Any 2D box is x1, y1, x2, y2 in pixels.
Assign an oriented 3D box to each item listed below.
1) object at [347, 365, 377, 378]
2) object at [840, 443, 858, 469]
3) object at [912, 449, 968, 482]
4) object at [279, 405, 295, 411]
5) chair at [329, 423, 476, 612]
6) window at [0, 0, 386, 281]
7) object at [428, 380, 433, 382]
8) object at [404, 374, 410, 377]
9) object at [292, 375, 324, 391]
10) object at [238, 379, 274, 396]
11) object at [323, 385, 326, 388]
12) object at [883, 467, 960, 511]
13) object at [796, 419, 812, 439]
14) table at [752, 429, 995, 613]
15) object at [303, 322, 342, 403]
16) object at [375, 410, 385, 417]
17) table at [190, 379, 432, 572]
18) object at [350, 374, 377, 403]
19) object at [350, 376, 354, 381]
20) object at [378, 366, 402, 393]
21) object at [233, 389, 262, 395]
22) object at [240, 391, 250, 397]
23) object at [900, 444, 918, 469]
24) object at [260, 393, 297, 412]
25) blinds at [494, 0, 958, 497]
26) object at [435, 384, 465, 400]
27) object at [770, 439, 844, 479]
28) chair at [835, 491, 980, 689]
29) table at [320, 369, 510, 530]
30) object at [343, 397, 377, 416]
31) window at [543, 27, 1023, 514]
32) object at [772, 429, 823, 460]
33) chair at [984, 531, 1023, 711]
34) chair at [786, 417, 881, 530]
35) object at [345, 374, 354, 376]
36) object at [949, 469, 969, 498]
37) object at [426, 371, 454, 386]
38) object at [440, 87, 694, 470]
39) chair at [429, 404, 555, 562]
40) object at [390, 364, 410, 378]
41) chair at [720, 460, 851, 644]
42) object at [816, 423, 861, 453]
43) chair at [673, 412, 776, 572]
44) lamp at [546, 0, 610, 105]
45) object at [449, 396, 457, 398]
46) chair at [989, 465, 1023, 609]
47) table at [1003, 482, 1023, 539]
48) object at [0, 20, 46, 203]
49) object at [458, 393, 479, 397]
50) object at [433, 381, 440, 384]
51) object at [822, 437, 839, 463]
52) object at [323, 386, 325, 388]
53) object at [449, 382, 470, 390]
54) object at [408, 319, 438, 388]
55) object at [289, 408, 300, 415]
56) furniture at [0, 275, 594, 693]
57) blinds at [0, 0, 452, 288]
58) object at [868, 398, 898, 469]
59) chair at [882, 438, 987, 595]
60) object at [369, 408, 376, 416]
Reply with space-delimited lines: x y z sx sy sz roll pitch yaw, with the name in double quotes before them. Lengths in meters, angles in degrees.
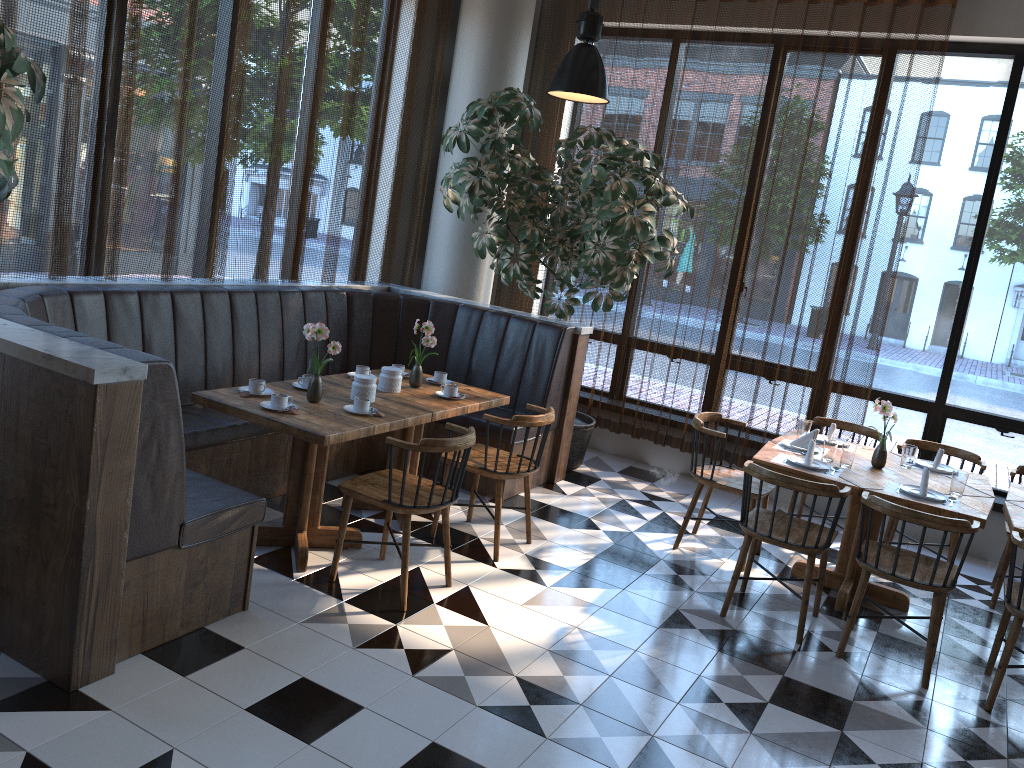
"object" -0.888 -0.069 5.256 0.175 0.066 0.177 6 11 -17
"object" 1.859 0.399 4.906 0.080 0.131 0.080 11 9 12
"object" 2.522 0.438 5.237 0.353 0.136 0.272 14 11 27
"object" -1.073 0.121 4.214 0.034 0.012 0.156 11 11 10
"chair" -0.509 0.580 4.253 0.552 0.812 0.520 14 10 27
"window" 4.089 -0.339 4.605 15.136 3.146 4.520 10 10 4
"object" -0.490 -0.017 5.411 0.052 0.023 0.051 7 10 -11
"object" -0.644 -0.053 5.471 0.050 0.023 0.052 1 13 -39
"object" -1.093 -0.009 4.777 0.177 0.066 0.176 17 13 37
"object" -1.291 0.015 4.480 0.175 0.066 0.177 6 11 -17
"object" -1.031 0.017 4.798 0.050 0.023 0.052 1 13 -39
"object" 2.117 0.506 4.547 0.353 0.136 0.272 14 11 27
"object" 1.786 0.288 5.427 0.080 0.131 0.080 11 9 12
"table" 2.011 0.846 5.093 1.220 0.759 1.218 15 12 31
"object" -0.977 -0.107 4.492 0.206 0.398 0.147 8 9 -5
"object" -0.659 0.147 4.425 0.049 0.025 0.053 8 10 -4
"table" -1.049 0.467 4.540 0.854 0.759 0.852 14 11 27
"object" -0.784 0.023 4.698 0.129 0.128 0.130 6 10 -18
"object" -0.919 -0.034 5.164 0.053 0.025 0.049 10 10 5
"object" -0.689 -0.025 5.029 0.129 0.128 0.130 6 10 -18
"object" -1.326 0.040 4.427 0.155 0.012 0.034 9 10 -1
"object" -1.323 0.049 4.388 0.053 0.025 0.049 10 10 5
"object" 2.303 0.423 5.151 0.080 0.131 0.080 11 9 12
"object" -1.117 0.086 4.252 0.176 0.066 0.176 13 11 19
"blinds" 1.364 -1.282 6.959 3.211 3.560 0.155 14 10 28
"object" -0.353 0.044 5.112 0.176 0.066 0.176 11 11 10
"object" 1.619 0.376 4.813 0.353 0.136 0.272 14 11 27
"chair" 1.903 0.950 4.309 0.521 0.812 0.551 14 10 27
"table" -0.639 0.390 5.288 0.854 0.759 0.852 14 11 27
"object" -0.753 0.109 4.432 0.175 0.066 0.177 4 12 -26
"window" 2.516 -0.972 6.628 4.986 3.147 0.365 14 10 27
"object" 1.718 0.316 5.212 0.273 0.136 0.353 14 12 27
"chair" 2.465 1.096 4.009 0.521 0.812 0.551 14 10 27
"chair" 2.126 0.683 5.901 0.521 0.812 0.551 14 10 27
"object" -0.922 -0.043 5.203 0.155 0.012 0.034 9 10 -1
"object" 2.341 0.524 4.649 0.080 0.131 0.080 11 9 12
"object" -0.442 -0.036 5.459 0.176 0.066 0.176 12 11 18
"object" 0.235 -0.744 6.550 1.751 2.764 1.491 7 9 -14
"chair" -0.096 0.502 5.005 0.552 0.812 0.520 14 10 27
"object" -0.706 -0.082 5.483 0.177 0.066 0.176 18 14 40
"chair" 1.406 0.821 4.575 0.521 0.812 0.551 14 10 27
"object" 1.994 0.302 5.518 0.353 0.136 0.272 14 11 27
"chair" 1.323 0.639 5.464 0.552 0.812 0.520 14 10 27
"lamp" 0.541 -2.630 5.210 0.392 1.853 0.390 16 11 40
"object" -0.341 0.075 5.050 0.050 0.023 0.052 13 11 23
"chair" 3.201 0.962 5.327 0.521 0.812 0.551 14 10 27
"table" 3.101 1.128 4.512 1.220 0.759 1.218 15 12 31
"object" -2.508 -0.452 2.734 1.482 2.764 1.763 10 9 8
"object" -0.249 0.066 5.195 0.155 0.023 0.034 1 13 -37
"object" -0.461 -0.007 5.396 0.052 0.023 0.051 7 10 -11
"object" 1.788 0.372 4.988 0.080 0.131 0.080 11 9 12
"object" -1.031 0.020 4.764 0.050 0.023 0.052 1 13 -39
"object" -0.321 0.012 5.419 0.155 0.023 0.034 12 10 18
"object" -0.529 -0.176 5.225 0.207 0.398 0.146 15 10 33
"object" -1.034 0.129 4.212 0.049 0.025 0.053 12 11 16
"furniture" -1.295 0.114 5.152 1.925 1.143 4.048 14 12 27
"blinds" -2.064 -1.426 4.869 0.156 3.559 5.557 13 11 27
"object" 2.085 0.277 5.016 0.147 0.398 0.207 13 10 26
"chair" 2.640 0.816 5.627 0.521 0.812 0.551 14 10 27
"object" -0.697 0.142 4.414 0.034 0.012 0.157 7 11 -10
